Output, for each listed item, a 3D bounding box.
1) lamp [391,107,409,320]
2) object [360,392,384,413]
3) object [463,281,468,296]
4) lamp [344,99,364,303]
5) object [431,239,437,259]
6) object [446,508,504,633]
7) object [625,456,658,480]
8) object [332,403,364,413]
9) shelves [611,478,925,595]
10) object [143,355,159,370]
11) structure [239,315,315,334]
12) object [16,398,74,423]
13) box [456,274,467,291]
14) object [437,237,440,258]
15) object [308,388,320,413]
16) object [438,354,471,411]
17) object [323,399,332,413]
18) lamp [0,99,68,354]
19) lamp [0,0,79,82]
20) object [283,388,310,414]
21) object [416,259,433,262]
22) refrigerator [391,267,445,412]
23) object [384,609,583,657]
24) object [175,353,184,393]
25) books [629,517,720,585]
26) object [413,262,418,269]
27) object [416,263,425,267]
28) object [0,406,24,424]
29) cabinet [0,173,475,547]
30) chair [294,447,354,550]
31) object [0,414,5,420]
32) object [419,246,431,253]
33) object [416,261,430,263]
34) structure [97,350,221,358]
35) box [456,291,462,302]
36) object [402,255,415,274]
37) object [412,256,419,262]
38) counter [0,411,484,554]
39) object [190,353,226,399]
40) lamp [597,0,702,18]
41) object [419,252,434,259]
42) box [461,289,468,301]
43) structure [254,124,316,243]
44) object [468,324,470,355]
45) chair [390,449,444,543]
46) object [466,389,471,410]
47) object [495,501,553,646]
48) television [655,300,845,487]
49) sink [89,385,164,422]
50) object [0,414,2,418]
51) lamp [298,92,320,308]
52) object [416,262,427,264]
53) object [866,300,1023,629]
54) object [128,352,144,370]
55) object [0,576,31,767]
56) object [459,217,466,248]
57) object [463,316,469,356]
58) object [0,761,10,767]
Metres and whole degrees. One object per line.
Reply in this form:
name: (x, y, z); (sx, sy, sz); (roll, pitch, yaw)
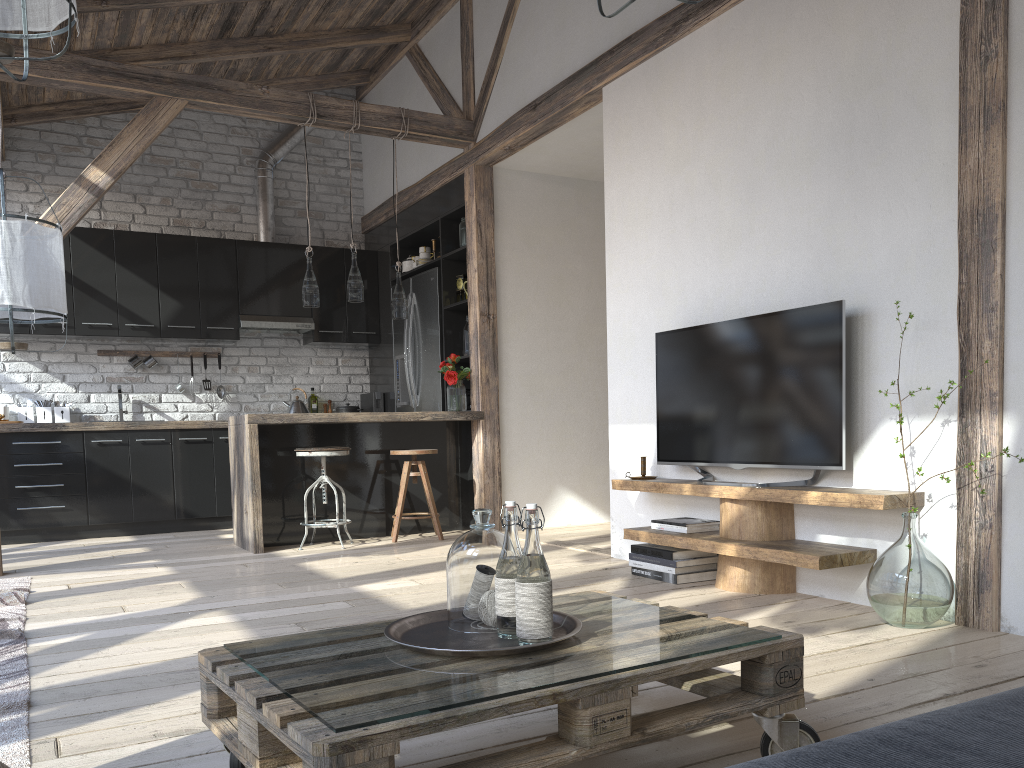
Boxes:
lamp: (-0.741, -1.112, 5.795); (0.109, 1.349, 0.224); (-4, 4, -27)
object: (-1.240, 0.194, 7.784); (0.088, 0.227, 0.351); (-3, 0, -29)
object: (-0.257, -0.671, 6.361); (0.135, 0.171, 0.149); (-3, 1, -43)
lamp: (-1.018, -1.165, 5.647); (0.108, 1.245, 0.238); (-3, 4, -17)
object: (-0.592, -1.014, 6.716); (0.059, 0.168, 0.059); (-5, 5, -44)
object: (-0.059, 0.382, 1.839); (0.156, 0.248, 0.155); (0, 2, 29)
object: (0.653, 0.416, 4.372); (0.139, 0.113, 0.139); (-2, 0, 44)
object: (-1.441, 0.240, 7.731); (0.247, 0.141, 0.209); (-1, -1, -30)
shelves: (0.956, 0.657, 3.765); (0.330, 0.452, 1.603); (-2, -2, -29)
object: (-2.882, -0.183, 7.018); (0.117, 0.140, 0.093); (-2, 2, -12)
structure: (-1.998, -0.497, 7.351); (0.599, 0.104, 0.368); (0, -3, -29)
object: (-3.534, 0.205, 6.656); (0.404, 0.202, 0.147); (-1, 1, -27)
box: (-0.360, -0.745, 6.496); (0.083, 0.114, 0.082); (0, 2, 41)
object: (-0.515, -1.026, 6.579); (0.096, 0.173, 0.095); (0, 3, 35)
object: (-1.721, 0.173, 7.675); (0.089, 0.284, 0.081); (-4, 4, -34)
object: (-0.398, -0.011, 6.154); (0.251, 0.417, 0.310); (-1, 1, 4)
object: (-1.624, 0.224, 7.754); (0.080, 0.184, 0.039); (-2, 4, -16)
lamp: (-2.035, -1.079, 3.486); (0.400, 1.906, 0.404); (-1, 4, 12)
lamp: (-1.319, -1.465, 2.159); (0.399, 1.312, 0.405); (1, 4, 37)
object: (-1.786, 0.149, 7.322); (0.221, 0.236, 0.222); (-2, 1, -39)
object: (-0.681, -0.962, 6.934); (0.149, 0.026, 0.148); (-2, -3, 13)
refrigerator: (-0.452, 0.124, 7.185); (0.849, 1.932, 0.940); (-3, 3, -29)
object: (-0.057, 0.494, 1.760); (0.394, 0.022, 0.394); (-1, -3, -9)
object: (-2.700, -0.088, 7.138); (0.071, 0.328, 0.066); (-4, 4, -29)
books: (0.766, 0.772, 4.121); (0.290, 0.266, 0.360); (-2, 0, -29)
object: (-0.747, -0.940, 7.069); (0.106, 0.068, 0.094); (-2, -1, 23)
object: (-0.680, -0.927, 6.937); (0.149, 0.023, 0.148); (-1, -3, -2)
object: (-3.760, 0.226, 6.315); (0.380, 0.134, 0.590); (0, -3, -41)
cabinet: (-2.262, -0.151, 6.249); (4.206, 2.521, 2.089); (-1, 1, -29)
chair: (-1.190, 0.719, 5.598); (0.354, 0.640, 0.352); (-1, 2, 5)
object: (-3.632, 0.242, 6.234); (0.083, 0.055, 0.073); (-2, -1, 37)
object: (-0.679, -1.040, 6.921); (0.094, 0.068, 0.106); (-1, -1, -43)
object: (-0.681, -0.951, 6.935); (0.149, 0.026, 0.148); (-2, -3, 13)
structure: (-2.819, -0.243, 7.075); (0.930, 0.046, 0.081); (0, -2, -29)
box: (-0.362, -0.630, 6.540); (0.082, 0.114, 0.082); (-2, 2, -29)
object: (-0.820, -0.980, 7.279); (0.186, 0.175, 0.207); (-1, 0, 12)
object: (-0.753, -0.987, 7.062); (0.094, 0.068, 0.106); (-1, -1, -1)
counter: (-2.385, 0.676, 6.148); (3.805, 0.856, 2.242); (0, -3, -29)
object: (-2.499, -0.068, 7.214); (0.282, 0.383, 0.069); (-2, 4, -28)
lamp: (0.309, -1.476, 2.056); (0.407, 1.090, 0.397); (-1, 3, 12)
object: (-0.677, -0.995, 6.930); (0.106, 0.068, 0.094); (-1, -1, -18)
box: (-0.323, -0.635, 6.462); (0.082, 0.114, 0.082); (-2, 2, -19)
structure: (-1.712, -1.787, 7.543); (0.980, 1.292, 0.169); (-2, 4, -29)
object: (-0.260, -0.378, 6.272); (0.109, 0.352, 0.108); (-1, 3, 1)
chair: (-0.646, 0.739, 5.887); (0.341, 0.599, 0.339); (-2, 2, -9)
object: (-0.334, 0.119, 6.538); (0.134, 0.166, 0.134); (-2, 2, -39)
object: (0.020, 0.361, 1.694); (0.071, 0.269, 0.153); (-3, 3, -29)
television: (0.975, 0.077, 3.755); (0.206, 0.708, 1.103); (-3, 0, -29)
sink: (-2.970, 0.265, 6.733); (0.525, 0.518, 0.514); (-2, 1, -29)
object: (-3.640, 0.239, 6.206); (0.083, 0.058, 0.072); (-2, -1, 37)
lamp: (-1.268, -1.141, 5.503); (0.108, 1.296, 0.224); (-4, 4, -27)
object: (-0.681, -0.939, 6.936); (0.149, 0.026, 0.148); (-2, -3, 13)
object: (1.431, 0.262, 2.897); (0.274, 1.126, 0.515); (-5, 4, -42)
object: (-2.981, -0.183, 6.973); (0.117, 0.140, 0.093); (-2, 2, -27)
object: (-2.744, 0.892, 2.735); (2.183, 0.057, 3.188); (0, -4, -29)
object: (-0.310, -1.067, 6.230); (0.124, 0.208, 0.124); (-2, 2, -24)
object: (-0.315, -0.345, 6.408); (0.085, 0.304, 0.085); (-4, 4, -37)
object: (-1.191, 0.518, 1.044); (0.810, 0.475, 1.008); (-2, -2, 1)
